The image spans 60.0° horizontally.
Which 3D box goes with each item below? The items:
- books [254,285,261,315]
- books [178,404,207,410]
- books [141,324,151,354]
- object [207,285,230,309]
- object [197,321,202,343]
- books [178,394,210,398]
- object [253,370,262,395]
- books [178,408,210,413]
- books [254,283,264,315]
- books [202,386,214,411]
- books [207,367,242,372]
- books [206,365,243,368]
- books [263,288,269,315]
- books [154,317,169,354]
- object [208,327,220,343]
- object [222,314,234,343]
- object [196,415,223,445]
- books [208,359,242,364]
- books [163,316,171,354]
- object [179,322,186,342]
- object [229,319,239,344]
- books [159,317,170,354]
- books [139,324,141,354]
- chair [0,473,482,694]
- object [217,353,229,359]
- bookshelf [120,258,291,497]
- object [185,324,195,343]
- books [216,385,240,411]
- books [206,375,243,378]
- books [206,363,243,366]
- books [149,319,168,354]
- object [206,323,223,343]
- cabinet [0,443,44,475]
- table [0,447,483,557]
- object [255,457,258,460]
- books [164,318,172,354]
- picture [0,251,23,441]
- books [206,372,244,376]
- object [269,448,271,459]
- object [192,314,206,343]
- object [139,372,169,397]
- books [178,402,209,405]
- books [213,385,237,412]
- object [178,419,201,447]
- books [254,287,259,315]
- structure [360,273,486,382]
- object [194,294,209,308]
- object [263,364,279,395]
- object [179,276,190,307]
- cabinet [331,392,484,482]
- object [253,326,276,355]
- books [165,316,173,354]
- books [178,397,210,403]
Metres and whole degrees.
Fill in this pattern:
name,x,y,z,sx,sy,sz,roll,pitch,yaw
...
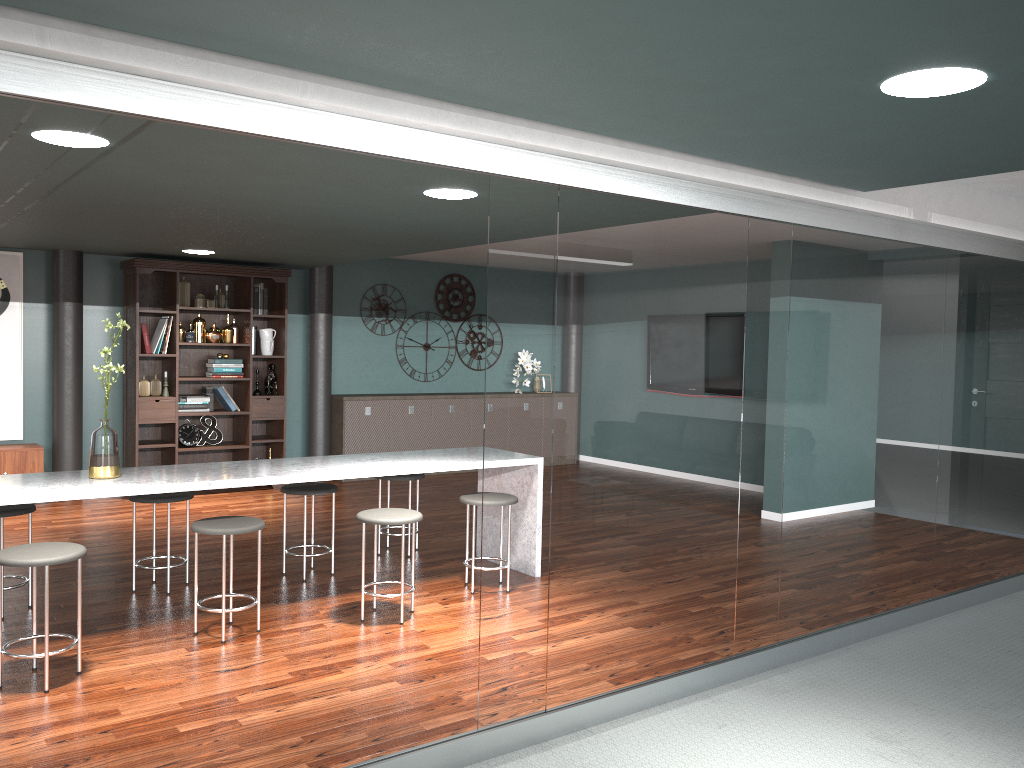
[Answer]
name,x,y,z,sx,sy,sz,roll,pitch,yaw
books,-2.317,-0.757,8.023,0.016,0.268,0.205,0,3,-37
books,-2.800,0.191,7.699,0.248,0.042,0.194,0,3,-37
books,-3.101,-0.381,7.462,0.084,0.252,0.194,0,3,-37
object,-2.601,-0.771,7.808,0.196,0.221,0.184,0,3,-37
object,-2.690,-0.449,7.634,0.040,0.191,0.040,0,3,-28
books,-2.789,0.103,7.703,0.268,0.016,0.205,0,3,-37
object,-2.308,-0.014,8.036,0.077,0.228,0.077,3,3,36
books,-2.800,0.227,7.702,0.286,0.027,0.184,0,3,-37
books,-2.298,-0.766,8.037,0.027,0.286,0.184,0,3,-37
books,-2.698,0.129,7.859,0.063,0.214,0.139,0,3,-37
books,-2.558,-0.127,7.892,0.248,0.042,0.194,0,3,-37
books,-2.558,-0.157,7.891,0.268,0.016,0.205,0,3,-37
books,-2.270,-0.747,8.059,0.042,0.248,0.194,0,3,-37
books,-2.990,-0.415,7.540,0.090,0.316,0.197,0,3,-37
object,-2.631,-0.446,7.836,0.099,0.169,0.099,3,3,27
object,-2.508,-0.487,7.832,0.108,0.256,0.108,1,2,-3
object,-2.691,0.406,7.877,0.233,0.268,0.051,0,3,-37
books,-2.554,-0.201,7.891,0.248,0.042,0.194,0,3,-37
books,-2.964,-0.418,7.555,0.062,0.322,0.197,0,3,-37
object,-2.864,-0.446,7.657,0.105,0.172,0.105,-1,3,-41
object,-2.496,-0.475,7.958,0.092,0.222,0.092,1,2,-3
books,-2.974,-0.412,7.553,0.063,0.309,0.210,0,3,-37
books,-3.152,-0.379,7.424,0.042,0.248,0.194,0,3,-37
chair,-1.857,0.866,4.110,4.029,0.512,1.479,0,3,-37
object,-2.570,-0.247,7.870,0.104,0.052,0.100,0,3,-33
bookshelf,-2.687,-0.047,7.815,1.339,1.984,0.482,0,3,-37
object,-2.764,-0.436,7.617,0.079,0.161,0.080,1,2,-11
books,-2.535,0.126,7.897,0.166,0.228,0.205,0,3,-37
books,-2.560,-0.069,7.895,0.268,0.016,0.205,0,3,-37
books,-2.557,-0.172,7.884,0.268,0.016,0.205,0,3,-37
books,-3.013,-0.405,7.530,0.115,0.296,0.210,0,3,-37
object,-2.590,-0.443,7.714,0.144,0.175,0.073,0,3,-35
cabinet,-4.285,0.688,6.789,1.200,0.379,0.368,0,3,-37
table,-1.844,0.775,4.040,4.577,0.699,0.609,0,3,-37
object,-2.339,0.758,8.125,0.099,0.169,0.099,3,3,27
books,-2.961,-0.412,7.561,0.063,0.309,0.210,0,3,-37
picture,-4.366,-0.301,6.887,1.002,1.512,0.031,0,3,-37
books,-2.558,-0.092,7.896,0.286,0.027,0.184,0,3,-37
object,-2.216,0.717,8.121,0.108,0.256,0.108,1,2,-3
object,-2.728,-0.485,7.734,0.114,0.251,0.114,1,2,-11
object,-3.054,-0.007,7.514,0.250,0.221,0.186,-1,3,-38
books,-2.800,0.162,7.698,0.268,0.016,0.205,0,3,-37
books,-2.562,0.128,7.877,0.176,0.227,0.194,0,3,-37
object,-2.799,0.427,7.653,0.224,0.238,0.159,0,3,-37
books,-2.341,-0.746,8.006,0.042,0.248,0.194,0,3,-37
structure,-0.815,-0.610,9.509,1.791,1.178,0.017,0,3,-37
object,-2.709,-0.722,7.717,0.096,0.126,0.106,2,2,14
object,-2.222,-0.047,8.117,0.116,0.286,0.215,-1,3,-41
object,-2.833,-0.796,7.656,0.104,0.273,0.104,1,2,-1
cabinet,-4.294,0.544,6.749,12.287,0.820,0.402,0,3,-37
object,-2.287,-0.394,8.106,0.268,0.262,0.137,1,2,3
books,-2.952,-0.418,7.563,0.062,0.322,0.197,0,3,-37
books,-2.781,0.133,7.710,0.248,0.042,0.194,0,3,-37
